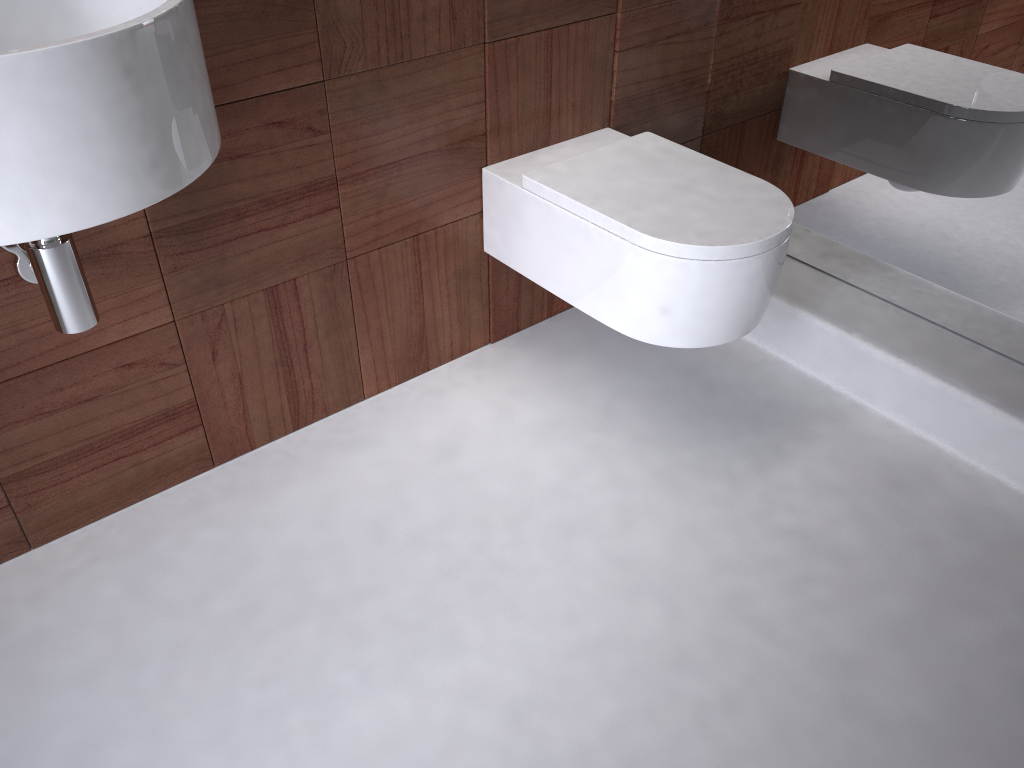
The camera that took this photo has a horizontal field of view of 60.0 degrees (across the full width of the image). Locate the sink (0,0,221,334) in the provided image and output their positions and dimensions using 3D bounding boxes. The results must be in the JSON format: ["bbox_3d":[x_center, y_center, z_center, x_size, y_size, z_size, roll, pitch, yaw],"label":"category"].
[{"bbox_3d":[-0.535,-0.333,0.913,0.415,0.715,0.417,-26,44,-30],"label":"sink"}]

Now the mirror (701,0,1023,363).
[{"bbox_3d":[0.895,-0.955,1.047,0.019,2.183,1.433,-26,44,-30],"label":"mirror"}]

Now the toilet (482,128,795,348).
[{"bbox_3d":[0.242,-0.248,1.652,0.329,0.284,0.547,-26,44,-30],"label":"toilet"}]
